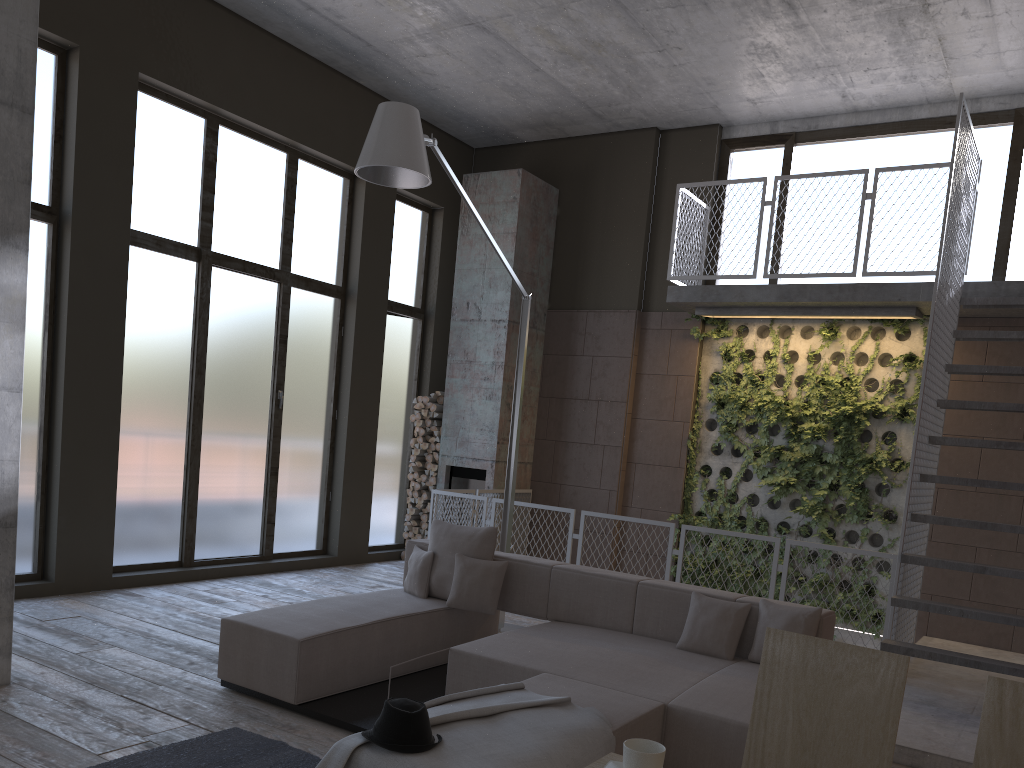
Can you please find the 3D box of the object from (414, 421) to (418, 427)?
[{"bbox_3d":[-1.035,0.494,10.629,0.067,0.067,0.424,6,-2,32],"label":"object"}]

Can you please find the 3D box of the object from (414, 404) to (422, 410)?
[{"bbox_3d":[-1.029,0.290,10.649,0.121,0.069,0.365,4,-3,34],"label":"object"}]

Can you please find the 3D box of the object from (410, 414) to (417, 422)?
[{"bbox_3d":[-1.068,0.428,10.644,0.090,0.093,0.439,6,-2,32],"label":"object"}]

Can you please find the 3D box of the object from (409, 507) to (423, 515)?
[{"bbox_3d":[-1.068,1.549,10.680,0.093,0.084,0.481,6,-3,32],"label":"object"}]

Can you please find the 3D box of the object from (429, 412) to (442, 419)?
[{"bbox_3d":[-0.846,0.381,10.516,0.067,0.067,0.424,6,-2,32],"label":"object"}]

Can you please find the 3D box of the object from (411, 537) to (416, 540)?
[{"bbox_3d":[-1.097,1.884,10.717,0.088,0.057,0.333,5,-3,32],"label":"object"}]

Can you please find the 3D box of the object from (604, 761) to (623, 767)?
[{"bbox_3d":[0.285,0.882,1.935,0.184,0.014,0.185,4,-4,19],"label":"object"}]

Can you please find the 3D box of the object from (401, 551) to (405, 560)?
[{"bbox_3d":[-1.231,2.104,10.811,0.063,0.126,0.365,7,-1,32],"label":"object"}]

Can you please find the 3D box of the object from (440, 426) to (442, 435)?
[{"bbox_3d":[-0.731,0.579,10.491,0.063,0.127,0.365,7,-1,32],"label":"object"}]

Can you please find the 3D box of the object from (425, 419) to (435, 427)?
[{"bbox_3d":[-0.875,0.484,10.556,0.090,0.090,0.457,6,-2,31],"label":"object"}]

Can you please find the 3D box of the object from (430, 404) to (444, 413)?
[{"bbox_3d":[-0.809,0.302,10.482,0.092,0.093,0.439,6,-2,32],"label":"object"}]

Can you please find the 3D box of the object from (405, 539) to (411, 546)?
[{"bbox_3d":[-1.179,1.947,10.788,0.100,0.103,0.294,6,-2,34],"label":"object"}]

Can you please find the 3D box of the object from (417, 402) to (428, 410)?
[{"bbox_3d":[-0.966,0.281,10.563,0.112,0.080,0.437,5,-3,32],"label":"object"}]

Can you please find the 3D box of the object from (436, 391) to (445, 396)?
[{"bbox_3d":[-0.785,0.129,10.514,0.087,0.056,0.333,5,-3,32],"label":"object"}]

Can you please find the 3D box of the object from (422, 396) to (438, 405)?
[{"bbox_3d":[-0.944,0.211,10.495,0.103,0.103,0.293,6,-2,32],"label":"object"}]

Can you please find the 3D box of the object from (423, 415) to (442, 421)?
[{"bbox_3d":[-0.896,0.419,10.564,0.114,0.080,0.437,5,-3,32],"label":"object"}]

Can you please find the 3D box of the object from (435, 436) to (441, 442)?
[{"bbox_3d":[-0.770,0.670,10.520,0.071,0.073,0.424,6,-2,32],"label":"object"}]

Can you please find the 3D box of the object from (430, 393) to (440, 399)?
[{"bbox_3d":[-0.854,0.162,10.528,0.064,0.073,0.360,6,-2,31],"label":"object"}]

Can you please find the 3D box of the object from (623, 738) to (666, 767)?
[{"bbox_3d":[0.285,0.840,1.944,0.093,0.089,0.116,5,0,-13],"label":"object"}]

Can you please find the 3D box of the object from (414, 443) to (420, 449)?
[{"bbox_3d":[-1.033,0.762,10.687,0.067,0.067,0.424,6,-2,32],"label":"object"}]

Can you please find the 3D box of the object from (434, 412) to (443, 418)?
[{"bbox_3d":[-0.778,0.384,10.473,0.066,0.068,0.424,6,-2,32],"label":"object"}]

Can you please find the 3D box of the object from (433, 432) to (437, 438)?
[{"bbox_3d":[-0.833,0.625,10.633,0.103,0.103,0.293,6,-2,32],"label":"object"}]

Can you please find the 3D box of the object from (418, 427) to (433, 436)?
[{"bbox_3d":[-0.998,0.580,10.578,0.097,0.108,0.295,6,-2,34],"label":"object"}]

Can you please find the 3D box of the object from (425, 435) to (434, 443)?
[{"bbox_3d":[-0.905,0.677,10.641,0.100,0.087,0.364,5,-2,32],"label":"object"}]

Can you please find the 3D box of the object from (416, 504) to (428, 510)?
[{"bbox_3d":[-0.992,1.481,10.658,0.114,0.080,0.437,5,-3,32],"label":"object"}]

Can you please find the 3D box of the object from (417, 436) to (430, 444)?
[{"bbox_3d":[-0.986,0.686,10.662,0.091,0.094,0.439,6,-2,32],"label":"object"}]

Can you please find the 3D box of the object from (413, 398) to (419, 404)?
[{"bbox_3d":[-1.044,0.218,10.624,0.067,0.069,0.425,6,-2,32],"label":"object"}]

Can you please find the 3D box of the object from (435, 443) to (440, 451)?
[{"bbox_3d":[-0.751,0.762,10.521,0.091,0.093,0.439,6,-2,32],"label":"object"}]

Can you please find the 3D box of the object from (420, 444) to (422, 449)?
[{"bbox_3d":[-0.965,0.767,10.644,0.067,0.067,0.424,6,-2,32],"label":"object"}]

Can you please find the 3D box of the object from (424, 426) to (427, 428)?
[{"bbox_3d":[-0.970,0.508,10.594,0.088,0.057,0.333,5,-3,32],"label":"object"}]

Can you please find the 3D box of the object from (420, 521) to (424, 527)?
[{"bbox_3d":[-0.973,1.701,10.715,0.100,0.087,0.364,5,-2,34],"label":"object"}]

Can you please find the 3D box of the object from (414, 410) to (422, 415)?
[{"bbox_3d":[-1.032,0.363,10.639,0.065,0.087,0.427,7,-2,31],"label":"object"}]

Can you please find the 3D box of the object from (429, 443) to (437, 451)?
[{"bbox_3d":[-0.822,0.766,10.572,0.090,0.090,0.457,6,-2,32],"label":"object"}]

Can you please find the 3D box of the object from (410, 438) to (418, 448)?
[{"bbox_3d":[-1.104,0.727,10.688,0.063,0.126,0.365,7,-1,32],"label":"object"}]

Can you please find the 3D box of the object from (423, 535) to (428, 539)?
[{"bbox_3d":[-0.927,1.857,10.666,0.066,0.071,0.425,6,-2,32],"label":"object"}]

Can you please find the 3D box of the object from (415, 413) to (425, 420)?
[{"bbox_3d":[-0.995,0.407,10.592,0.090,0.090,0.457,6,-2,32],"label":"object"}]

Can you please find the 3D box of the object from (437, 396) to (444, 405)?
[{"bbox_3d":[-0.774,0.210,10.545,0.098,0.108,0.295,6,-2,34],"label":"object"}]

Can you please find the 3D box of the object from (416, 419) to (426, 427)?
[{"bbox_3d":[-0.971,0.487,10.586,0.093,0.084,0.481,6,-3,32],"label":"object"}]

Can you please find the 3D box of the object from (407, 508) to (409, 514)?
[{"bbox_3d":[-1.131,1.556,10.723,0.067,0.067,0.424,6,-2,32],"label":"object"}]

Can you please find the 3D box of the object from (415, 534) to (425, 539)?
[{"bbox_3d":[-1.002,1.860,10.679,0.090,0.090,0.457,6,-2,31],"label":"object"}]

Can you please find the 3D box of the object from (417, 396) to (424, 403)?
[{"bbox_3d":[-0.974,0.209,10.614,0.090,0.091,0.457,6,-2,31],"label":"object"}]

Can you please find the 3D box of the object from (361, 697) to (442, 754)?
[{"bbox_3d":[-0.401,1.241,3.217,0.300,0.170,0.299,5,-1,20],"label":"object"}]

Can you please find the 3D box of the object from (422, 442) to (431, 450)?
[{"bbox_3d":[-0.902,0.761,10.601,0.093,0.084,0.481,6,-3,32],"label":"object"}]

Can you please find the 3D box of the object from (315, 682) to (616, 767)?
[{"bbox_3d":[-0.321,1.526,3.376,1.605,0.506,1.035,7,-3,-39],"label":"object"}]
